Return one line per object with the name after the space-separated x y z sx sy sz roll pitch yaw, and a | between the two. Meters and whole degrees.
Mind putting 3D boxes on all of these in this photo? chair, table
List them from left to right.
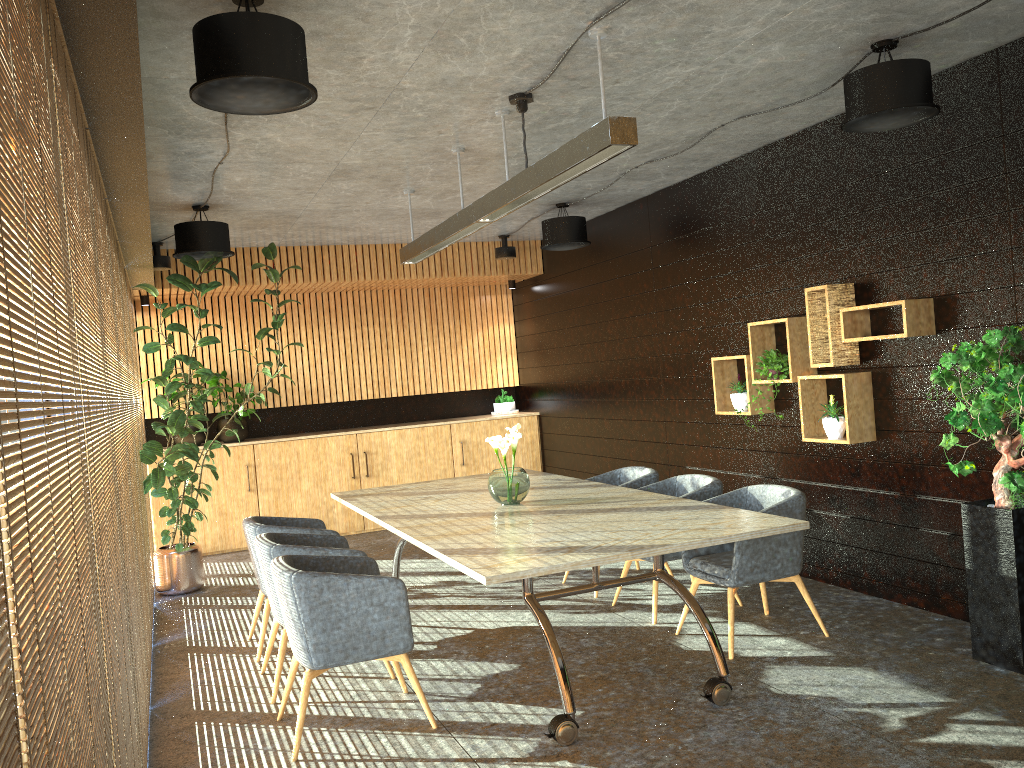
-1.553 1.412 6.494 0.761 0.944 0.706 -5 1 -22 | chair
-1.223 1.396 5.658 0.761 0.944 0.706 -5 1 -22 | chair
-0.893 1.380 4.821 0.761 0.944 0.706 -5 1 -22 | chair
0.036 1.293 6.157 1.816 0.927 3.932 -5 1 -22 | table
0.856 1.201 7.450 0.761 0.944 0.706 -5 1 -22 | chair
1.187 1.184 6.613 0.761 0.944 0.706 -5 1 -22 | chair
1.517 1.168 5.777 0.761 0.944 0.706 -5 1 -22 | chair

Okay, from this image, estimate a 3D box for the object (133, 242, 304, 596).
-3.057 0.345 8.388 1.958 3.266 1.875 -4 1 17 | object

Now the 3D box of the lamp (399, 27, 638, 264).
-0.220 -1.423 6.122 0.151 0.618 4.009 -5 1 -22 | lamp

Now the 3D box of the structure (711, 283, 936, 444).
2.242 -0.143 6.701 0.242 1.130 2.172 -5 1 -22 | structure

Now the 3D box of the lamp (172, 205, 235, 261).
-2.696 -1.327 7.709 0.513 0.497 0.513 -4 1 39 | lamp

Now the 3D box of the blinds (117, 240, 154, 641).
-3.109 0.441 7.336 0.039 3.038 1.422 -5 1 -22 | blinds

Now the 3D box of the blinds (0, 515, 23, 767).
-0.422 0.310 0.534 0.039 3.038 1.422 -5 1 -22 | blinds

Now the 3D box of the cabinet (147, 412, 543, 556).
-2.030 1.224 11.360 4.954 1.272 1.006 -5 1 -22 | cabinet

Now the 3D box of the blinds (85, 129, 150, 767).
-0.719 0.329 2.364 1.388 3.075 6.486 -5 1 -40 | blinds

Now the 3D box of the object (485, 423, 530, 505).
-0.036 0.560 6.166 0.295 0.546 0.322 -5 1 -12 | object

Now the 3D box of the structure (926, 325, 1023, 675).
2.937 0.547 4.312 0.952 1.987 2.081 -5 1 -20 | structure

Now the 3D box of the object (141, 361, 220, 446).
-3.923 0.225 10.538 0.666 1.054 0.640 -4 1 20 | object

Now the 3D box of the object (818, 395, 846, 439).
2.333 0.235 6.463 0.226 0.318 0.241 -5 1 -22 | object

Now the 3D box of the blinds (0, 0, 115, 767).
-0.960 0.336 1.894 0.039 3.038 1.422 -5 1 -22 | blinds

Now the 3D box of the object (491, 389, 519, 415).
-0.109 0.243 12.215 0.384 0.347 0.384 -5 1 1 | object

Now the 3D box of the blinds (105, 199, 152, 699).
-2.570 0.415 5.971 0.039 3.038 1.422 -5 1 -22 | blinds

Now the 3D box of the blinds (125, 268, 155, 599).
-3.657 0.468 8.725 0.039 3.038 1.422 -5 1 -22 | blinds

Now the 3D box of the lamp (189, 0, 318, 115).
-1.087 -1.406 3.688 0.513 0.497 0.513 -5 1 -33 | lamp

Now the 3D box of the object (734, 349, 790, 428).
2.002 0.046 6.947 0.401 0.633 0.445 -5 1 -41 | object

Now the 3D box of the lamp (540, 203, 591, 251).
0.527 -1.609 8.987 0.513 0.497 0.513 -5 1 8 | lamp

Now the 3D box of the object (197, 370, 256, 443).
-3.435 0.269 10.714 0.679 0.880 0.512 -5 1 -18 | object

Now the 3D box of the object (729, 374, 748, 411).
1.922 0.068 7.451 0.226 0.318 0.241 -4 1 43 | object

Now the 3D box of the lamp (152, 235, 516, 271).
-1.904 -1.509 10.021 4.179 0.294 0.257 -5 1 -22 | lamp

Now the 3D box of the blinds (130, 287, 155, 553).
-4.196 0.494 10.090 0.039 3.038 1.422 -5 1 -22 | blinds

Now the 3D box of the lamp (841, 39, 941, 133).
2.091 -1.685 4.948 0.513 0.497 0.513 -5 1 8 | lamp

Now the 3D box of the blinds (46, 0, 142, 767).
-1.499 0.363 3.259 0.039 3.038 1.422 -5 1 -22 | blinds
